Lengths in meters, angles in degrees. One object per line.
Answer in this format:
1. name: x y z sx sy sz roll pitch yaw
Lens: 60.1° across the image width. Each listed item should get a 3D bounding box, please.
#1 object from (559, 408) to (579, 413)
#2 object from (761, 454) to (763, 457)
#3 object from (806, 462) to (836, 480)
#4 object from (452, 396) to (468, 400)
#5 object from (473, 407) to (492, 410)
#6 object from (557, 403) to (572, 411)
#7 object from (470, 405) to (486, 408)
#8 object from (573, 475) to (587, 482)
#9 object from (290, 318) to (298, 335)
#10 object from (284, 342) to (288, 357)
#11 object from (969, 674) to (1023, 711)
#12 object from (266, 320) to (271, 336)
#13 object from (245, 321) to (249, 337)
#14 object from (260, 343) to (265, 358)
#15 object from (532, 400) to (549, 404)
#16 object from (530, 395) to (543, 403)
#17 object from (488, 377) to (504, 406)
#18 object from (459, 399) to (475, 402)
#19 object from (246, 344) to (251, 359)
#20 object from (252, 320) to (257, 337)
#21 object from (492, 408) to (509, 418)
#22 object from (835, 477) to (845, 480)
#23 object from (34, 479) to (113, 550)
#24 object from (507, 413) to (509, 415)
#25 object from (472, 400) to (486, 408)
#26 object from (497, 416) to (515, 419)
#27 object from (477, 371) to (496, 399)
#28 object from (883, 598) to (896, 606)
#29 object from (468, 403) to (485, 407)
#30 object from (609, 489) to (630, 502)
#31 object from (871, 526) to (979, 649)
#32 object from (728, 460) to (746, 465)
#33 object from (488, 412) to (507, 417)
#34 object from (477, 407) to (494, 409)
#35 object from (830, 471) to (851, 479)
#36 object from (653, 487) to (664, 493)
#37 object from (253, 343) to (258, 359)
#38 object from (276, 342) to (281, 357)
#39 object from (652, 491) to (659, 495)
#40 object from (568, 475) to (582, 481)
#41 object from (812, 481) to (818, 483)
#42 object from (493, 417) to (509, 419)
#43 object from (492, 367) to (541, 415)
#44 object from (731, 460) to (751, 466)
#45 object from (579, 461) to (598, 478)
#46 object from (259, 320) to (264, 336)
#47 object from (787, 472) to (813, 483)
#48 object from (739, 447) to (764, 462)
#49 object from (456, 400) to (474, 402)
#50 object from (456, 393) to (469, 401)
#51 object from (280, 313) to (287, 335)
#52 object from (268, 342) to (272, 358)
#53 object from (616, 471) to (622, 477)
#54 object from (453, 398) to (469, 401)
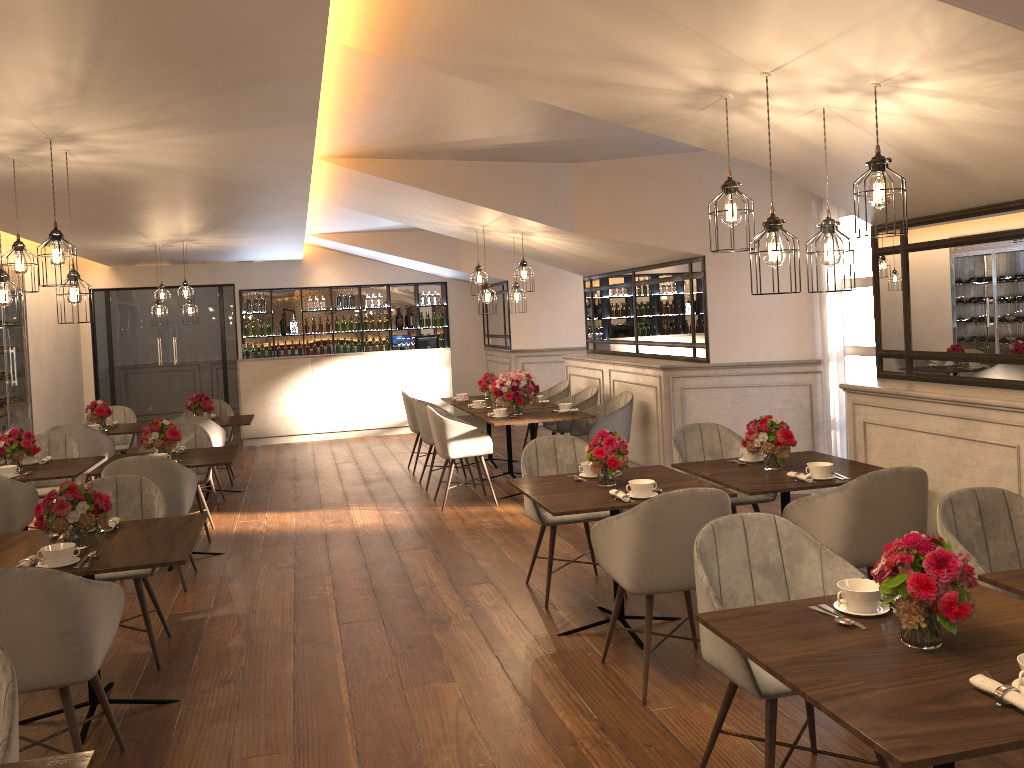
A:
1. object: 0.506 0.238 7.862 0.175 0.039 0.056 -4 3 -14
2. object: 1.460 0.407 5.002 0.056 0.039 0.176 -4 4 -14
3. object: 1.529 0.433 4.392 0.148 0.072 0.148 1 5 44
4. object: -0.566 0.154 9.680 0.175 0.039 0.056 -4 3 -14
5. object: -0.279 0.234 8.594 0.197 0.015 0.043 -4 4 -17
6. object: 0.478 0.215 7.972 0.148 0.072 0.148 -1 4 29
7. object: -0.335 0.218 8.778 0.192 0.024 0.025 -4 3 -14
8. object: 0.365 0.501 4.707 0.022 0.004 0.211 -4 4 -14
9. object: -3.483 -0.929 14.148 0.108 0.281 0.108 -2 2 32
10. object: -3.610 -0.549 14.121 0.065 0.261 0.066 -4 1 -35
11. object: 1.054 0.662 1.886 0.056 0.039 0.176 -4 4 -14
12. object: -3.865 -0.895 14.057 0.065 0.261 0.066 -4 1 -35
13. object: -4.187 -0.873 13.978 0.065 0.261 0.066 -4 1 -35
14. object: -3.954 -0.526 14.037 0.065 0.261 0.066 -4 1 -35
15. object: 0.284 0.181 8.768 0.175 0.039 0.056 -4 3 -14
16. object: 0.256 0.157 8.878 0.148 0.072 0.148 -1 4 29
17. object: -0.128 0.063 8.845 0.234 0.301 0.306 -3 3 6
18. object: -0.492 0.179 9.464 0.197 0.015 0.043 -4 4 -17
19. object: -4.169 -0.511 13.985 0.065 0.261 0.066 -4 1 -35
20. object: -4.080 -0.880 14.005 0.065 0.261 0.066 -4 1 -35
21. object: -0.104 0.257 7.793 0.148 0.072 0.148 -1 4 29
22. object: 1.600 0.460 4.437 0.022 0.004 0.211 -4 4 -14
23. object: -1.836 0.536 3.703 0.306 0.301 0.234 -5 3 -36
24. object: -0.113 0.275 7.873 0.192 0.024 0.025 -4 3 -14
25. object: -0.326 0.200 8.699 0.148 0.072 0.148 -1 4 29
26. object: -0.057 0.291 7.688 0.197 0.015 0.043 -4 4 -17
27. object: -0.253 0.005 9.655 0.234 0.301 0.306 -1 3 34
28. object: 1.095 0.612 2.524 0.056 0.039 0.176 -4 4 -14
29. object: -0.353 0.209 8.810 0.175 0.039 0.056 -4 3 -14
30. object: 0.502 0.520 4.141 0.056 0.039 0.176 -4 4 -14
31. object: 1.027 0.506 2.234 0.234 0.301 0.306 -3 3 6
32. object: 1.253 0.435 4.932 0.043 0.015 0.197 -4 4 -10
33. object: -0.131 0.267 7.904 0.175 0.039 0.056 -4 3 -14
34. object: -0.280 0.237 8.630 0.211 0.004 0.022 -4 4 -14
35. object: 1.635 0.453 4.438 0.043 0.015 0.197 -4 4 -17
36. object: 0.718 0.515 4.214 0.043 0.015 0.197 -4 4 -17
37. object: -4.062 -0.519 14.011 0.065 0.261 0.066 -4 1 -35
38. object: -3.718 -0.542 14.095 0.065 0.261 0.066 -4 1 -35
39. object: 0.683 0.523 4.213 0.022 0.004 0.211 -4 4 -14
40. object: 0.336 0.497 4.707 0.043 0.015 0.197 -4 4 -10
41. object: 1.451 0.461 4.383 0.025 0.024 0.193 -3 4 -14
42. object: -0.059 0.294 7.724 0.211 0.004 0.022 -4 4 -14
43. object: 0.040 0.060 7.958 0.420 0.425 0.405 -4 3 -25
44. object: 1.281 0.439 4.931 0.022 0.004 0.211 -4 4 -14
45. object: 0.432 0.460 4.751 0.148 0.072 0.148 1 5 44
46. object: -3.972 -0.888 14.031 0.065 0.261 0.066 -4 1 -35
47. object: 1.419 0.457 4.365 0.056 0.039 0.176 -4 4 -14
48. object: 1.349 0.398 4.975 0.148 0.072 0.148 1 5 44
49. object: -0.493 0.182 9.500 0.211 0.004 0.022 -4 4 -14
50. object: -0.539 0.144 9.569 0.148 0.072 0.148 -1 4 29
51. object: -3.648 -0.958 14.114 0.104 0.359 0.104 -4 2 -42
52. object: -3.847 -0.533 14.063 0.065 0.261 0.066 -4 1 -35
53. object: 0.544 0.469 4.778 0.056 0.039 0.176 -4 4 -14
54. object: -0.548 0.163 9.648 0.192 0.024 0.025 -4 3 -14
